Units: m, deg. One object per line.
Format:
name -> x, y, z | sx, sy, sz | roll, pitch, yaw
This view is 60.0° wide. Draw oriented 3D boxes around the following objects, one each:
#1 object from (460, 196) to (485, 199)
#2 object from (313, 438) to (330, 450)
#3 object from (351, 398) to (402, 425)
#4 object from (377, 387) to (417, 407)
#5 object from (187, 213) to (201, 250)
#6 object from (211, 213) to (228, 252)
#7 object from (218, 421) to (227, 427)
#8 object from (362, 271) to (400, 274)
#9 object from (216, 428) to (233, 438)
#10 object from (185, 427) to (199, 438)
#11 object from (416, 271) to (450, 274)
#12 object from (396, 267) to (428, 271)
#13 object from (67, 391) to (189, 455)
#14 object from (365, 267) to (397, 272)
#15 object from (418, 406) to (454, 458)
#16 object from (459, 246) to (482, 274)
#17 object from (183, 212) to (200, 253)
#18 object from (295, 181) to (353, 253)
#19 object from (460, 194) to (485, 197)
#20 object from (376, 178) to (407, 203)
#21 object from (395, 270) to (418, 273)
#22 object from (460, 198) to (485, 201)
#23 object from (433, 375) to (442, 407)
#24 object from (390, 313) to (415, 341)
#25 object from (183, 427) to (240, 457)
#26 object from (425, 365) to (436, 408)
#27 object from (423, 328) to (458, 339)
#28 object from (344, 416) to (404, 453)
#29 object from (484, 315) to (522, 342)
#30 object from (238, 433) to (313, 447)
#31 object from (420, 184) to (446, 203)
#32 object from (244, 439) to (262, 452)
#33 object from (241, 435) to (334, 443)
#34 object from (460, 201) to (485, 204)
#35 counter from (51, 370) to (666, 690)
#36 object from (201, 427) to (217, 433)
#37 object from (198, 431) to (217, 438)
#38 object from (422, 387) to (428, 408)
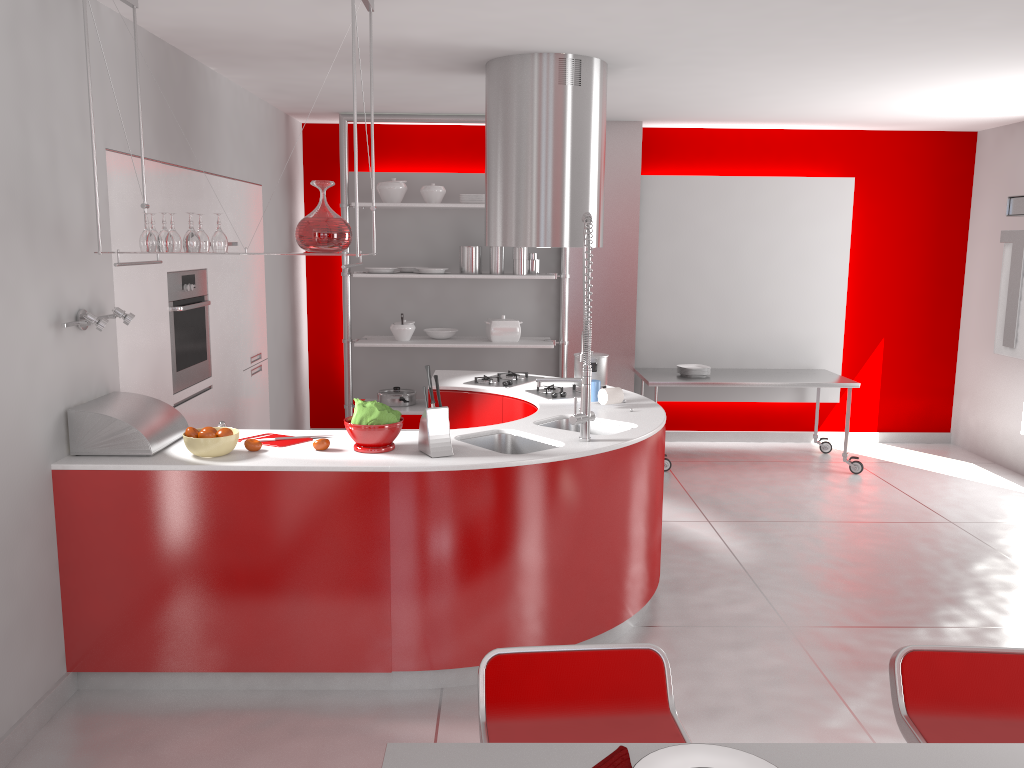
object -> -0.289, -1.385, 6.643 | 0.200, 0.030, 0.200 | 0, 9, -1
object -> -0.732, 0.231, 3.408 | 0.064, 0.048, 0.063 | -3, 10, -23
object -> -0.522, 0.141, 3.422 | 0.198, 0.182, 0.193 | 1, 9, 5
object -> -0.907, 0.097, 6.891 | 0.308, 0.130, 0.407 | 2, 9, 6
object -> -1.183, -0.559, 3.277 | 0.060, 0.141, 0.060 | 0, 9, -1
object -> -1.083, -0.558, 3.280 | 0.060, 0.141, 0.060 | 0, 9, -1
object -> -1.182, 0.183, 3.620 | 0.043, 0.066, 0.042 | 3, 9, 12
object -> -0.977, -0.833, 6.621 | 0.280, 0.015, 0.280 | 7, 11, 35
object -> -1.084, 0.190, 3.340 | 0.066, 0.049, 0.062 | 2, 9, 7
object -> -1.192, 0.189, 3.314 | 0.055, 0.058, 0.066 | -2, 10, -15
object -> -0.596, -0.828, 6.613 | 0.280, 0.015, 0.280 | 6, 10, 28
object -> -0.770, -0.880, 6.841 | 0.244, 0.042, 0.244 | -1, 9, -9
object -> -1.482, 0.147, 3.459 | 0.300, 0.170, 0.400 | 0, 9, -1
object -> -0.977, -0.846, 6.618 | 0.244, 0.042, 0.244 | -2, 10, -16
object -> -0.290, 0.174, 3.364 | 0.091, 0.178, 0.137 | -4, 10, -28
object -> -0.315, -0.933, 6.670 | 0.184, 0.205, 0.172 | 1, 9, 4
object -> -1.157, -0.546, 3.196 | 0.060, 0.141, 0.060 | -4, 10, -24
object -> -0.709, -0.627, 3.338 | 0.213, 0.266, 0.213 | 5, 10, 27
object -> -0.289, -1.401, 6.640 | 0.200, 0.030, 0.200 | 0, 9, -1
object -> -0.895, -1.435, 6.602 | 0.231, 0.191, 0.231 | 8, 12, 39
object -> -0.770, -0.867, 6.843 | 0.280, 0.015, 0.280 | 7, 11, 35
object -> -0.289, -1.371, 6.645 | 0.200, 0.030, 0.200 | 0, 9, -1
object -> -0.273, 0.109, 3.384 | 0.012, 0.279, 0.130 | -5, 11, -29
object -> -0.830, -0.436, 6.733 | 0.192, 0.214, 0.192 | -2, 9, -14
object -> -1.124, 0.224, 3.320 | 0.201, 0.086, 0.201 | 1, 9, 0
object -> -0.301, 0.094, 3.376 | 0.014, 0.322, 0.150 | -5, 11, -29
object -> -0.553, -0.387, 6.895 | 0.272, 0.072, 0.272 | -6, 11, -36
object -> -0.533, 0.194, 3.429 | 0.229, 0.118, 0.228 | -5, 11, -29
object -> -0.069, -0.429, 6.804 | 0.282, 0.197, 0.235 | -1, 9, -11
object -> -0.953, 0.225, 3.560 | 0.266, 0.006, 0.168 | 5, 10, 25
object -> -0.588, -1.415, 6.611 | 0.192, 0.153, 0.192 | 3, 9, 12
object -> -0.987, 0.234, 3.383 | 0.065, 0.047, 0.063 | 0, 9, -1
object -> -0.899, 0.216, 3.577 | 0.375, 0.008, 0.041 | -4, 10, -24
object -> -0.290, -1.355, 6.648 | 0.200, 0.030, 0.200 | 0, 9, -1
counter -> -0.367, 0.593, 4.096 | 1.868, 0.880, 2.865 | 6, 11, 32
object -> -1.148, 0.186, 3.358 | 0.066, 0.049, 0.062 | 0, 9, -4
object -> -1.133, 0.196, 3.299 | 0.065, 0.052, 0.062 | -2, 10, -16
object -> -0.320, 0.111, 3.358 | 0.009, 0.197, 0.091 | -5, 11, -29
